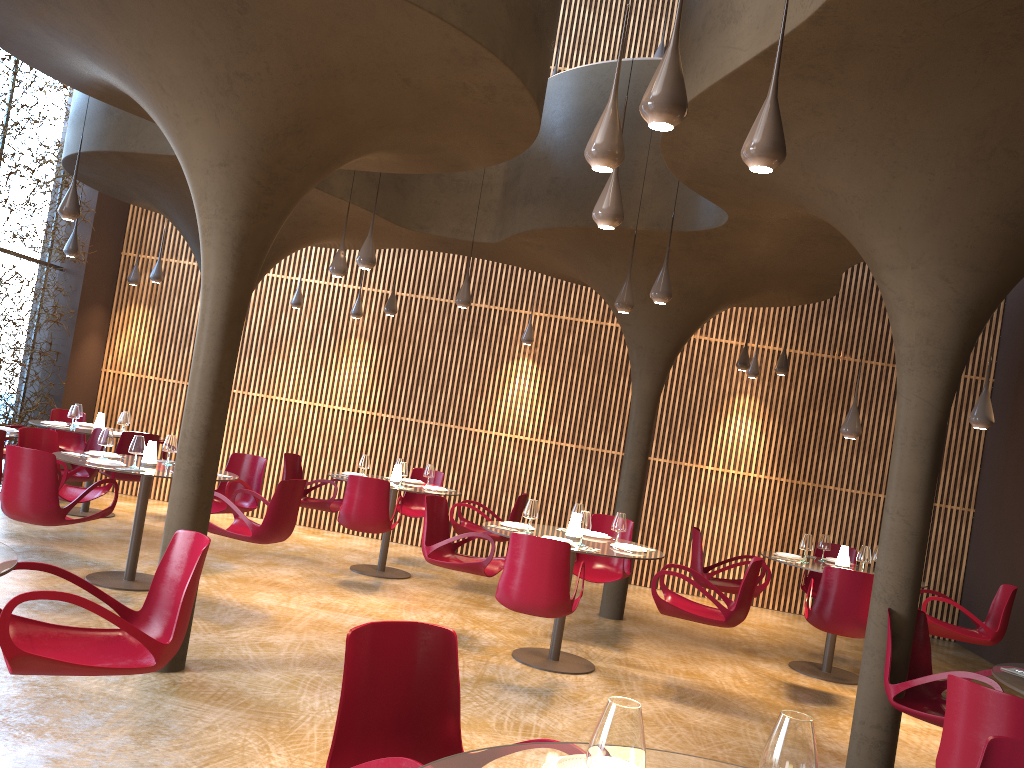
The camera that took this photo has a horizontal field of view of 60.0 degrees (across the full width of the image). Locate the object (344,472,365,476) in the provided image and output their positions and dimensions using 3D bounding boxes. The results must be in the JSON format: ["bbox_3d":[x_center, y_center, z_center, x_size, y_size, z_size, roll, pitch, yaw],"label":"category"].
[{"bbox_3d":[-1.979,1.137,11.140,0.262,0.029,0.264,7,-4,42],"label":"object"}]

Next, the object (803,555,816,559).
[{"bbox_3d":[3.380,1.961,10.054,0.126,0.017,0.262,8,-3,24],"label":"object"}]

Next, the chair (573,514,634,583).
[{"bbox_3d":[0.940,1.705,9.192,0.624,0.635,0.874,9,-2,17],"label":"chair"}]

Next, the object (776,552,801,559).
[{"bbox_3d":[2.992,1.858,9.587,0.263,0.029,0.263,8,-3,19],"label":"object"}]

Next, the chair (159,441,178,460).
[{"bbox_3d":[-4.683,0.979,12.692,0.875,0.635,0.624,11,-3,-43],"label":"chair"}]

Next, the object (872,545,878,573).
[{"bbox_3d":[3.874,1.859,9.367,0.142,0.295,0.142,9,-2,-6],"label":"object"}]

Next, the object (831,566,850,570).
[{"bbox_3d":[3.338,1.879,8.921,0.263,0.029,0.263,9,-3,12],"label":"object"}]

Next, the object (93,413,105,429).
[{"bbox_3d":[-5.549,0.505,11.941,0.145,0.232,0.142,10,-2,-18],"label":"object"}]

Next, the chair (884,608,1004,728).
[{"bbox_3d":[2.746,1.806,5.505,0.626,0.635,0.871,11,-3,-36],"label":"chair"}]

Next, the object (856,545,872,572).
[{"bbox_3d":[3.574,1.792,9.004,0.142,0.295,0.142,9,-2,15],"label":"object"}]

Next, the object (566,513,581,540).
[{"bbox_3d":[0.572,1.293,8.078,0.142,0.232,0.144,10,-2,-18],"label":"object"}]

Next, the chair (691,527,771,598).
[{"bbox_3d":[2.368,1.961,9.713,0.872,0.635,0.626,9,-2,12],"label":"chair"}]

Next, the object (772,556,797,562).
[{"bbox_3d":[2.862,1.840,9.314,0.261,0.017,0.127,8,-3,22],"label":"object"}]

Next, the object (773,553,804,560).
[{"bbox_3d":[2.991,1.867,9.587,0.331,0.014,0.332,7,-4,35],"label":"object"}]

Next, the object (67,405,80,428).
[{"bbox_3d":[-5.719,0.428,11.563,0.142,0.295,0.142,9,-2,6],"label":"object"}]

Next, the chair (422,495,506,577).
[{"bbox_3d":[-0.446,1.438,8.349,0.871,0.635,0.626,8,-2,21],"label":"chair"}]

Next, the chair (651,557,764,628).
[{"bbox_3d":[1.683,1.747,7.678,0.871,0.635,0.626,8,-2,16],"label":"chair"}]

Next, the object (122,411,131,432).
[{"bbox_3d":[-5.336,0.523,12.228,0.141,0.295,0.142,8,-2,24],"label":"object"}]

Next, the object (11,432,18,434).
[{"bbox_3d":[-5.519,0.499,9.599,0.410,0.012,0.205,6,-4,43],"label":"object"}]

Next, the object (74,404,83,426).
[{"bbox_3d":[-5.932,0.420,12.090,0.142,0.295,0.142,9,-2,7],"label":"object"}]

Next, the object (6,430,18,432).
[{"bbox_3d":[-5.522,0.497,9.601,0.332,0.014,0.332,9,-3,-1],"label":"object"}]

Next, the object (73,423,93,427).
[{"bbox_3d":[-5.933,0.571,12.319,0.332,0.014,0.332,9,-3,-1],"label":"object"}]

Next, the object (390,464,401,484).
[{"bbox_3d":[-1.442,1.123,11.089,0.142,0.232,0.144,9,-2,-8],"label":"object"}]

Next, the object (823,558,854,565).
[{"bbox_3d":[3.648,1.990,9.917,0.331,0.014,0.332,6,-4,43],"label":"object"}]

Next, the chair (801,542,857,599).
[{"bbox_3d":[3.752,2.218,10.384,0.624,0.635,0.874,8,-3,22],"label":"chair"}]

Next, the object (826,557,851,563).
[{"bbox_3d":[3.649,1.980,9.918,0.262,0.029,0.264,7,-3,33],"label":"object"}]

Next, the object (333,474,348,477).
[{"bbox_3d":[-2.065,1.125,10.850,0.261,0.017,0.127,8,-3,13],"label":"object"}]

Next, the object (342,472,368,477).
[{"bbox_3d":[-1.980,1.146,11.140,0.331,0.014,0.332,8,-3,20],"label":"object"}]

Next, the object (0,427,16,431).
[{"bbox_3d":[-5.521,0.488,9.602,0.263,0.029,0.263,9,-3,-1],"label":"object"}]

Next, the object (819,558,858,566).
[{"bbox_3d":[3.652,1.992,9.916,0.410,0.012,0.205,8,-3,19],"label":"object"}]

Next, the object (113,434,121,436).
[{"bbox_3d":[-5.228,0.645,11.550,0.331,0.014,0.332,8,-3,25],"label":"object"}]

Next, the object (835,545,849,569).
[{"bbox_3d":[3.519,1.836,9.411,0.144,0.232,0.142,9,-2,2],"label":"object"}]

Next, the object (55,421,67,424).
[{"bbox_3d":[-6.182,0.529,12.152,0.127,0.017,0.261,11,-4,-37],"label":"object"}]

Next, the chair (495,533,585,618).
[{"bbox_3d":[0.234,1.476,6.951,0.624,0.635,0.874,9,-2,12],"label":"chair"}]

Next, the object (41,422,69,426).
[{"bbox_3d":[-5.970,0.526,11.576,0.332,0.014,0.332,10,-3,-12],"label":"object"}]

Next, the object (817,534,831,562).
[{"bbox_3d":[3.460,1.816,9.826,0.142,0.295,0.142,9,-2,-11],"label":"object"}]

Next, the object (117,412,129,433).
[{"bbox_3d":[-5.170,0.527,11.784,0.142,0.295,0.141,10,-2,-34],"label":"object"}]

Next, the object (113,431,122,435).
[{"bbox_3d":[-5.226,0.635,11.551,0.263,0.029,0.263,9,-3,-1],"label":"object"}]

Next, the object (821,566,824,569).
[{"bbox_3d":[3.332,1.889,8.922,0.410,0.012,0.205,8,-3,23],"label":"object"}]

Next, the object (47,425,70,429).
[{"bbox_3d":[-5.799,0.549,11.328,0.262,0.017,0.126,11,-4,-38],"label":"object"}]

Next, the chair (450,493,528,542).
[{"bbox_3d":[-0.282,1.595,10.898,0.872,0.635,0.626,9,-2,6],"label":"chair"}]

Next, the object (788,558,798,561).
[{"bbox_3d":[2.991,1.869,9.592,0.204,0.012,0.411,8,-3,18],"label":"object"}]

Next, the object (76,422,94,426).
[{"bbox_3d":[-5.931,0.561,12.319,0.264,0.029,0.263,12,-4,-40],"label":"object"}]

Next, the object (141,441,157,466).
[{"bbox_3d":[-3.465,0.665,8.505,0.142,0.232,0.144,11,-2,-38],"label":"object"}]

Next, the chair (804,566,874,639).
[{"bbox_3d":[3.079,2.000,8.237,0.624,0.635,0.874,8,-2,17],"label":"chair"}]

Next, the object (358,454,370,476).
[{"bbox_3d":[-1.827,1.023,10.951,0.142,0.295,0.142,10,-2,-22],"label":"object"}]

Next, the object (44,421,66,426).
[{"bbox_3d":[-5.969,0.517,11.576,0.263,0.029,0.263,9,-3,-6],"label":"object"}]

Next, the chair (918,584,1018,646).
[{"bbox_3d":[4.578,2.279,8.970,0.871,0.635,0.626,8,-2,17],"label":"chair"}]

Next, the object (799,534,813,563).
[{"bbox_3d":[3.113,1.737,9.380,0.142,0.295,0.141,10,-2,-35],"label":"object"}]

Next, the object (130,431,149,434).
[{"bbox_3d":[-5.126,0.686,12.226,0.263,0.029,0.263,9,-3,9],"label":"object"}]
